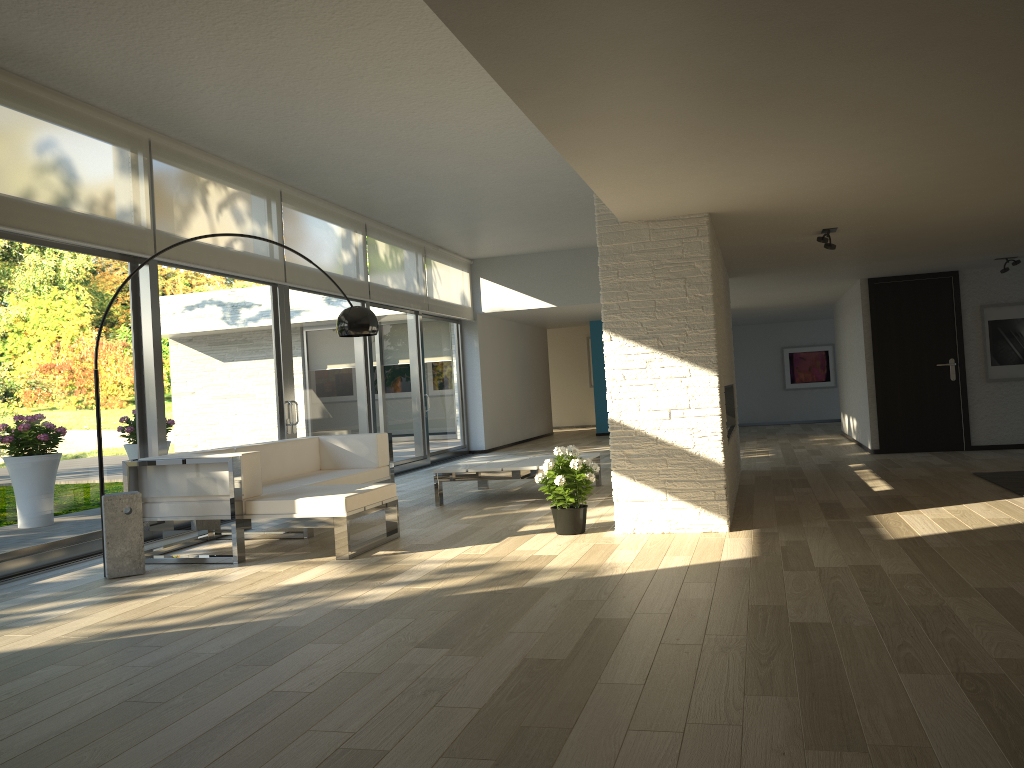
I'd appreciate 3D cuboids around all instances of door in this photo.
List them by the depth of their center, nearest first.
[{"bbox_3d":[4.455,-0.229,9.722,0.920,1.948,0.108,-4,-1,16],"label":"door"},{"bbox_3d":[-0.802,0.052,9.917,19.435,2.374,22.947,-4,-1,16],"label":"door"}]

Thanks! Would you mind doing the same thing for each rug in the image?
[{"bbox_3d":[4.107,0.731,6.438,0.979,0.011,1.999,-4,-1,16],"label":"rug"}]

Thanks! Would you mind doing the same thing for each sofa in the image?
[{"bbox_3d":[-1.421,0.751,6.507,1.545,0.655,2.404,-4,-1,16],"label":"sofa"}]

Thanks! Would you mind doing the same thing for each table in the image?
[{"bbox_3d":[0.089,0.846,7.973,1.220,0.305,1.220,-4,-1,16],"label":"table"}]

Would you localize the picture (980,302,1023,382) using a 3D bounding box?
[{"bbox_3d":[5.524,-0.460,9.400,0.958,0.829,0.017,-4,-1,16],"label":"picture"}]

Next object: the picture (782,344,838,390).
[{"bbox_3d":[5.660,-0.318,16.866,0.958,0.829,0.017,-4,-1,16],"label":"picture"}]

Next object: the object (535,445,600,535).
[{"bbox_3d":[0.370,0.681,5.729,0.404,0.571,0.431,-4,-1,37],"label":"object"}]

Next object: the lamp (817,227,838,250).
[{"bbox_3d":[2.275,-1.033,6.401,0.135,0.153,0.234,-4,-1,16],"label":"lamp"}]

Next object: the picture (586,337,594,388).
[{"bbox_3d":[2.444,-0.545,20.628,1.378,1.191,0.017,-4,-1,16],"label":"picture"}]

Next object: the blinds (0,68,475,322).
[{"bbox_3d":[-2.176,-1.423,8.392,0.056,0.984,11.529,-4,-1,16],"label":"blinds"}]

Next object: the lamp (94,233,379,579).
[{"bbox_3d":[-1.634,0.061,5.540,1.754,2.025,0.282,-3,-1,-32],"label":"lamp"}]

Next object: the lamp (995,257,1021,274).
[{"bbox_3d":[4.895,-1.169,8.738,0.234,0.153,0.135,-4,-1,16],"label":"lamp"}]
